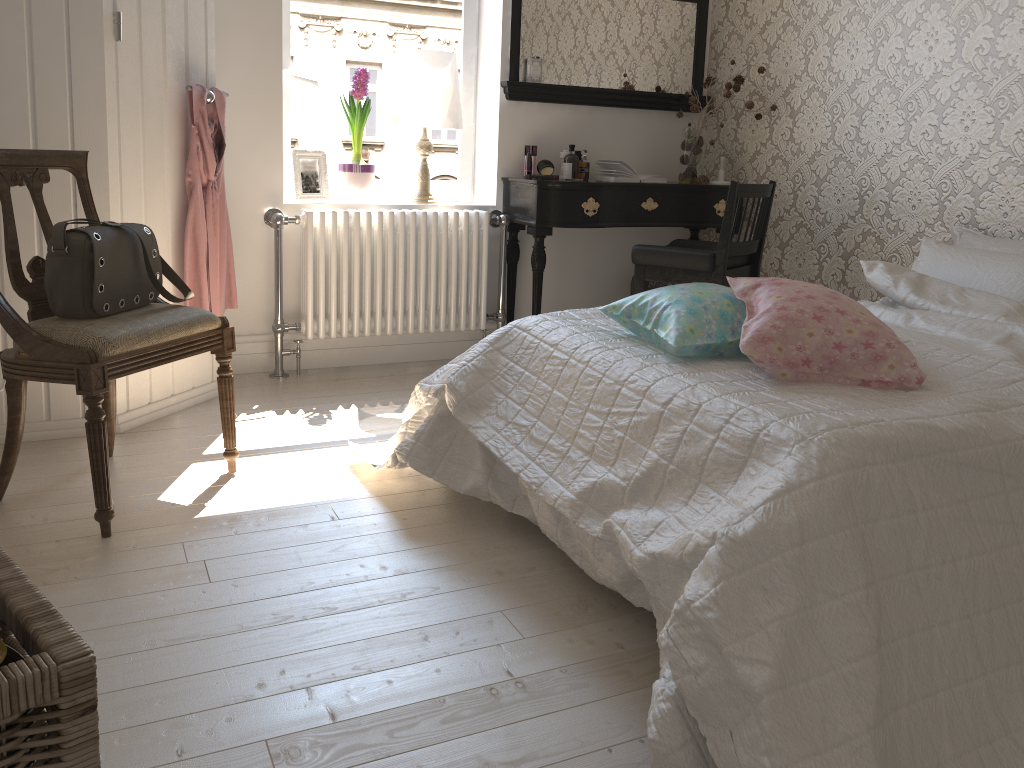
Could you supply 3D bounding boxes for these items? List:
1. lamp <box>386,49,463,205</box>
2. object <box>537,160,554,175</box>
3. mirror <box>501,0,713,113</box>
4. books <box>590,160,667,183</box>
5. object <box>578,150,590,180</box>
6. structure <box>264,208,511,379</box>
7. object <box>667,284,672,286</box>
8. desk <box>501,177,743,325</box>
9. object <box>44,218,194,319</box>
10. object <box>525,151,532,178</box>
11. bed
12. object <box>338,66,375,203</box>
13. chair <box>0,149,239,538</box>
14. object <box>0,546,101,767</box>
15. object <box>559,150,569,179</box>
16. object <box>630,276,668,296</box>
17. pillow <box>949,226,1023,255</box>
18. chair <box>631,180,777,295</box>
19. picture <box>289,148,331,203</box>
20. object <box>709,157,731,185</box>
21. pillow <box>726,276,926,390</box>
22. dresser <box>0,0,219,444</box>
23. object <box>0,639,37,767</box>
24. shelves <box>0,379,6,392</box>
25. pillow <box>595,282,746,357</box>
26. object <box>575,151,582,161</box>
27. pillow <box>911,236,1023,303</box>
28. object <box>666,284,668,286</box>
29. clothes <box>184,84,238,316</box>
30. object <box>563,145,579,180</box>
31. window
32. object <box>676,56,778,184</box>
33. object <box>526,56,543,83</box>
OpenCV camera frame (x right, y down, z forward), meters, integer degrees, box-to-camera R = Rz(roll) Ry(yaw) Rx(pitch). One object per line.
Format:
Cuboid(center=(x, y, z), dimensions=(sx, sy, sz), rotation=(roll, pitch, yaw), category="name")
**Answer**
Cuboid(center=(-0.384, -1.119, 3.880), dimensions=(0.339, 0.642, 0.347), rotation=(0, 11, -14), category="lamp")
Cuboid(center=(0.144, -0.956, 3.932), dimensions=(0.080, 0.084, 0.084), rotation=(5, 12, 14), category="object")
Cuboid(center=(0.476, -1.574, 4.083), dimensions=(1.120, 0.563, 0.067), rotation=(-4, 11, -25), category="mirror")
Cuboid(center=(0.536, -0.981, 4.066), dimensions=(0.279, 0.094, 0.230), rotation=(-4, 15, -23), category="books")
Cuboid(center=(0.324, -0.987, 3.982), dimensions=(0.054, 0.136, 0.055), rotation=(4, 10, 13), category="object")
Cuboid(center=(-0.496, -0.401, 3.760), dimensions=(1.070, 0.671, 0.168), rotation=(-4, 11, -25), category="structure")
Cuboid(center=(0.780, -0.335, 4.211), dimensions=(0.290, 0.350, 0.355), rotation=(5, 12, 13), category="object")
Cuboid(center=(0.528, -0.523, 4.088), dimensions=(1.107, 0.810, 0.442), rotation=(-4, 12, -25), category="desk")
Cuboid(center=(-1.034, -0.315, 2.314), dimensions=(0.213, 0.244, 0.407), rotation=(6, 14, 18), category="object")
Cuboid(center=(0.075, -0.971, 3.913), dimensions=(0.031, 0.118, 0.055), rotation=(4, 10, 12), category="object")
Cuboid(center=(0.898, 0.068, 2.231), dimensions=(2.216, 0.621, 1.987), rotation=(-5, 16, -25), category="bed")
Cuboid(center=(-0.664, -1.065, 3.775), dimensions=(0.157, 0.568, 0.158), rotation=(-6, 12, -40), category="object")
Cuboid(center=(-1.097, -0.157, 2.313), dimensions=(0.539, 0.876, 0.528), rotation=(6, 11, 19), category="chair")
Cuboid(center=(-0.515, 0.328, 0.694), dimensions=(0.278, 0.266, 0.279), rotation=(-10, 17, -44), category="object")
Cuboid(center=(0.244, -0.997, 4.020), dimensions=(0.058, 0.132, 0.058), rotation=(7, 11, 24), category="object")
Cuboid(center=(0.724, -0.357, 4.221), dimensions=(0.368, 0.327, 0.308), rotation=(-4, 13, -24), category="object")
Cuboid(center=(1.696, -0.259, 2.554), dimensions=(0.311, 0.349, 1.275), rotation=(-3, 15, -25), category="pillow")
Cuboid(center=(0.780, -0.403, 3.590), dimensions=(0.461, 0.848, 0.461), rotation=(9, 12, 33), category="chair")
Cuboid(center=(-0.839, -0.866, 3.674), dimensions=(0.050, 0.222, 0.178), rotation=(11, 14, 43), category="picture")
Cuboid(center=(0.985, -1.000, 4.141), dimensions=(0.105, 0.129, 0.106), rotation=(4, 11, 9), category="object")
Cuboid(center=(0.638, -0.108, 1.855), dimensions=(0.353, 0.199, 0.401), rotation=(4, 14, 7), category="pillow")
Cuboid(center=(-1.443, -1.168, 2.858), dimensions=(1.026, 2.542, 0.712), rotation=(-3, 11, -26), category="dresser")
Cuboid(center=(-0.430, 0.271, 0.695), dimensions=(0.095, 0.355, 0.128), rotation=(-7, 14, -44), category="object")
Cuboid(center=(-1.135, 0.145, 1.558), dimensions=(0.369, 0.206, 1.134), rotation=(-4, 16, -25), category="shelves")
Cuboid(center=(0.438, -0.148, 2.065), dimensions=(0.362, 0.166, 0.389), rotation=(-3, 15, -20), category="pillow")
Cuboid(center=(0.304, -1.010, 4.078), dimensions=(0.058, 0.132, 0.058), rotation=(7, 11, 24), category="object")
Cuboid(center=(1.461, -0.285, 2.758), dimensions=(0.204, 0.298, 0.571), rotation=(-3, 14, -25), category="pillow")
Cuboid(center=(0.789, -0.358, 4.252), dimensions=(0.394, 0.425, 0.400), rotation=(3, 12, 6), category="object")
Cuboid(center=(-1.068, -0.605, 3.116), dimensions=(0.092, 0.863, 0.335), rotation=(3, 10, 4), category="clothes")
Cuboid(center=(0.264, -0.985, 3.926), dimensions=(0.070, 0.155, 0.071), rotation=(-4, 12, -31), category="object")
Cuboid(center=(-0.575, -1.696, 3.866), dimensions=(0.951, 1.754, 0.112), rotation=(-3, 10, -26), category="window")
Cuboid(center=(0.945, -1.191, 4.025), dimensions=(0.546, 0.590, 0.320), rotation=(10, 13, 34), category="object")
Cuboid(center=(0.100, -1.401, 3.934), dimensions=(0.072, 0.119, 0.037), rotation=(-2, 10, -21), category="object")
